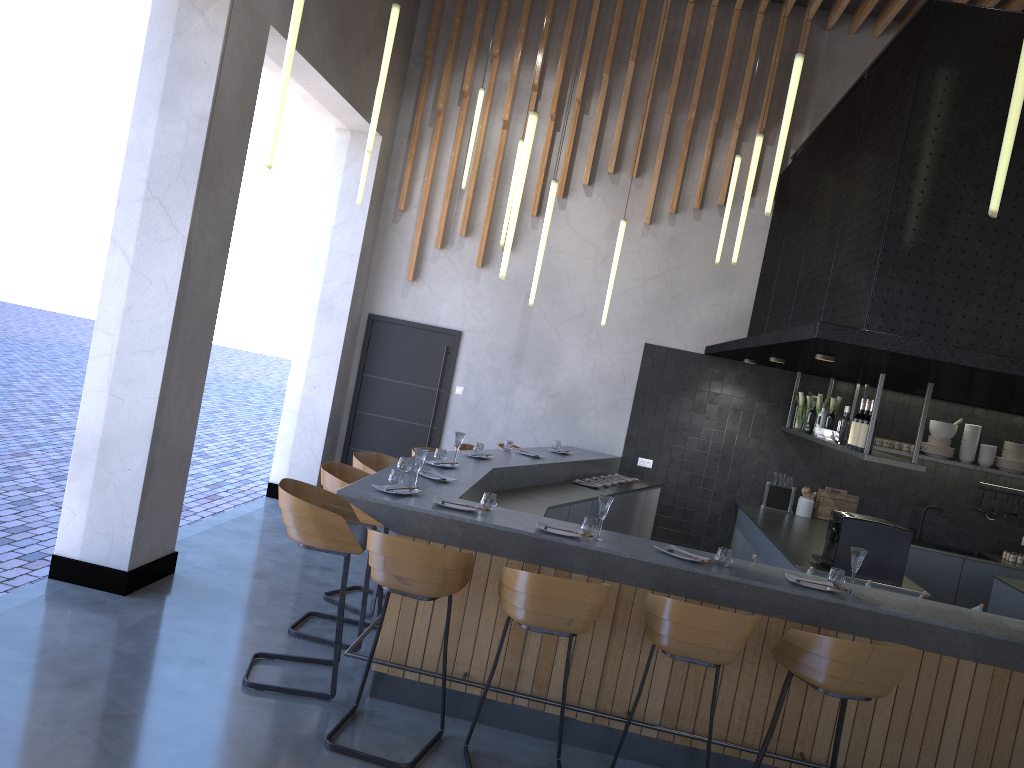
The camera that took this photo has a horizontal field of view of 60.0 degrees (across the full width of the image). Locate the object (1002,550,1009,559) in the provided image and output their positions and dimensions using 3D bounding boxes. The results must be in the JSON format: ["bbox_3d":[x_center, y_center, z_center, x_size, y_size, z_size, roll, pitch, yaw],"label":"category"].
[{"bbox_3d":[4.809,1.660,8.632,0.062,0.078,0.062,12,2,11],"label":"object"}]

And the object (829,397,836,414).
[{"bbox_3d":[2.946,0.302,8.193,0.047,0.365,0.105,13,3,42],"label":"object"}]

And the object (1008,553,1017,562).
[{"bbox_3d":[4.793,1.663,8.493,0.062,0.078,0.062,12,2,11],"label":"object"}]

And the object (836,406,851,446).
[{"bbox_3d":[2.580,0.322,6.869,0.072,0.305,0.073,9,3,-40],"label":"object"}]

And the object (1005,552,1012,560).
[{"bbox_3d":[4.801,1.661,8.561,0.062,0.078,0.062,12,2,11],"label":"object"}]

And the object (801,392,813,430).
[{"bbox_3d":[2.876,0.262,8.670,0.056,0.381,0.113,12,2,19],"label":"object"}]

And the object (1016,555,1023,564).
[{"bbox_3d":[4.860,1.676,8.486,0.062,0.078,0.062,12,2,11],"label":"object"}]

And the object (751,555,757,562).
[{"bbox_3d":[1.326,1.042,4.896,0.042,0.203,0.076,13,3,39],"label":"object"}]

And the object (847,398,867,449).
[{"bbox_3d":[2.549,0.294,6.508,0.101,0.378,0.100,11,2,-1],"label":"object"}]

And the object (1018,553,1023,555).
[{"bbox_3d":[4.940,1.686,8.618,0.062,0.078,0.062,12,2,11],"label":"object"}]

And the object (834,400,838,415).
[{"bbox_3d":[2.979,0.315,8.255,0.057,0.347,0.093,11,2,3],"label":"object"}]

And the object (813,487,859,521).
[{"bbox_3d":[3.256,1.218,8.881,0.400,0.330,0.098,11,2,6],"label":"object"}]

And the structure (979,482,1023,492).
[{"bbox_3d":[4.968,1.044,8.700,0.743,0.018,0.074,11,2,6],"label":"structure"}]

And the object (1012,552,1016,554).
[{"bbox_3d":[4.876,1.673,8.625,0.062,0.078,0.062,12,2,11],"label":"object"}]

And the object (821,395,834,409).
[{"bbox_3d":[2.915,0.285,8.282,0.113,0.381,0.056,13,3,38],"label":"object"}]

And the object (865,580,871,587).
[{"bbox_3d":[1.916,1.162,4.802,0.038,0.203,0.057,12,3,31],"label":"object"}]

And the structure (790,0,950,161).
[{"bbox_3d":[3.548,0.345,3.694,11.718,4.117,9.054,11,2,6],"label":"structure"}]

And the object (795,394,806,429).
[{"bbox_3d":[2.823,0.268,8.692,0.055,0.345,0.118,12,2,21],"label":"object"}]

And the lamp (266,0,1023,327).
[{"bbox_3d":[3.607,-4.677,4.152,8.975,10.231,8.774,11,2,4],"label":"lamp"}]

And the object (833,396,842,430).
[{"bbox_3d":[3.033,0.304,8.334,0.046,0.386,0.084,11,2,-13],"label":"object"}]

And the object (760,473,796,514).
[{"bbox_3d":[2.678,1.083,8.869,0.322,0.371,0.067,11,2,6],"label":"object"}]

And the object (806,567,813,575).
[{"bbox_3d":[1.620,1.101,4.862,0.029,0.203,0.077,11,2,-4],"label":"object"}]

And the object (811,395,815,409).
[{"bbox_3d":[2.937,0.285,8.697,0.057,0.356,0.141,11,2,2],"label":"object"}]

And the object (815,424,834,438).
[{"bbox_3d":[2.702,0.411,7.677,0.159,0.110,0.172,12,2,11],"label":"object"}]

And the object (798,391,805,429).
[{"bbox_3d":[2.801,0.257,8.610,0.105,0.365,0.047,12,2,24],"label":"object"}]

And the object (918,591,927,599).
[{"bbox_3d":[2.197,1.218,4.779,0.096,0.203,0.048,9,3,-39],"label":"object"}]

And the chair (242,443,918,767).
[{"bbox_3d":[-0.295,1.187,6.047,2.787,1.047,5.395,10,2,-17],"label":"chair"}]

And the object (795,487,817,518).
[{"bbox_3d":[2.932,1.169,8.828,0.158,0.303,0.175,11,2,9],"label":"object"}]

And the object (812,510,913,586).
[{"bbox_3d":[2.450,1.134,6.237,0.562,0.400,0.322,11,2,6],"label":"object"}]

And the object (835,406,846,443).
[{"bbox_3d":[2.663,0.328,7.129,0.073,0.305,0.072,13,3,38],"label":"object"}]

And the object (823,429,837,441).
[{"bbox_3d":[2.701,0.420,7.451,0.159,0.110,0.172,11,2,-11],"label":"object"}]

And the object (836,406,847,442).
[{"bbox_3d":[2.624,0.325,6.998,0.073,0.305,0.072,12,2,14],"label":"object"}]

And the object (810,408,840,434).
[{"bbox_3d":[2.913,0.366,8.314,0.234,0.231,0.248,13,3,34],"label":"object"}]

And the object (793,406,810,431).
[{"bbox_3d":[2.891,0.347,8.669,0.248,0.231,0.234,12,2,16],"label":"object"}]

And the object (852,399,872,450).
[{"bbox_3d":[2.535,0.296,6.382,0.101,0.378,0.100,11,2,0],"label":"object"}]

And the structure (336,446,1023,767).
[{"bbox_3d":[3.660,1.765,6.508,8.945,1.400,4.889,11,2,6],"label":"structure"}]

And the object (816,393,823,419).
[{"bbox_3d":[2.960,0.280,8.573,0.084,0.386,0.046,10,3,-31],"label":"object"}]

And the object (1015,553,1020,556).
[{"bbox_3d":[4.868,1.675,8.554,0.062,0.078,0.062,12,2,11],"label":"object"}]

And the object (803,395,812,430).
[{"bbox_3d":[2.867,0.279,8.597,0.093,0.347,0.057,10,2,-15],"label":"object"}]

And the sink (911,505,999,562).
[{"bbox_3d":[4.045,1.447,8.563,1.111,0.547,0.498,11,2,6],"label":"sink"}]

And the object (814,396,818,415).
[{"bbox_3d":[2.916,0.297,8.409,0.169,0.349,0.056,12,2,19],"label":"object"}]

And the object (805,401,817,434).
[{"bbox_3d":[2.756,0.305,8.150,0.073,0.305,0.072,11,2,3],"label":"object"}]

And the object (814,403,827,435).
[{"bbox_3d":[2.799,0.319,8.021,0.073,0.305,0.072,10,2,-21],"label":"object"}]

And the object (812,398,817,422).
[{"bbox_3d":[2.832,0.294,8.316,0.054,0.330,0.220,13,3,38],"label":"object"}]

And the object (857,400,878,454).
[{"bbox_3d":[2.520,0.298,6.253,0.101,0.378,0.100,11,2,-1],"label":"object"}]

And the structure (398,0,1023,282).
[{"bbox_3d":[3.284,-0.498,3.813,10.399,5.894,10.127,11,2,6],"label":"structure"}]

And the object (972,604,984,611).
[{"bbox_3d":[2.487,1.275,4.768,0.040,0.203,0.100,10,2,-23],"label":"object"}]

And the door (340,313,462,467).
[{"bbox_3d":[-1.221,0.354,9.433,1.012,2.056,0.137,11,2,6],"label":"door"}]

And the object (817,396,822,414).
[{"bbox_3d":[2.909,0.293,8.352,0.141,0.356,0.057,12,2,21],"label":"object"}]

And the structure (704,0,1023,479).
[{"bbox_3d":[5.994,0.005,6.122,8.600,2.382,4.958,11,2,6],"label":"structure"}]

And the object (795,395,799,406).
[{"bbox_3d":[2.878,0.285,8.757,0.220,0.330,0.054,12,2,20],"label":"object"}]

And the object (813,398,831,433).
[{"bbox_3d":[2.877,0.296,8.242,0.118,0.345,0.055,13,3,39],"label":"object"}]
